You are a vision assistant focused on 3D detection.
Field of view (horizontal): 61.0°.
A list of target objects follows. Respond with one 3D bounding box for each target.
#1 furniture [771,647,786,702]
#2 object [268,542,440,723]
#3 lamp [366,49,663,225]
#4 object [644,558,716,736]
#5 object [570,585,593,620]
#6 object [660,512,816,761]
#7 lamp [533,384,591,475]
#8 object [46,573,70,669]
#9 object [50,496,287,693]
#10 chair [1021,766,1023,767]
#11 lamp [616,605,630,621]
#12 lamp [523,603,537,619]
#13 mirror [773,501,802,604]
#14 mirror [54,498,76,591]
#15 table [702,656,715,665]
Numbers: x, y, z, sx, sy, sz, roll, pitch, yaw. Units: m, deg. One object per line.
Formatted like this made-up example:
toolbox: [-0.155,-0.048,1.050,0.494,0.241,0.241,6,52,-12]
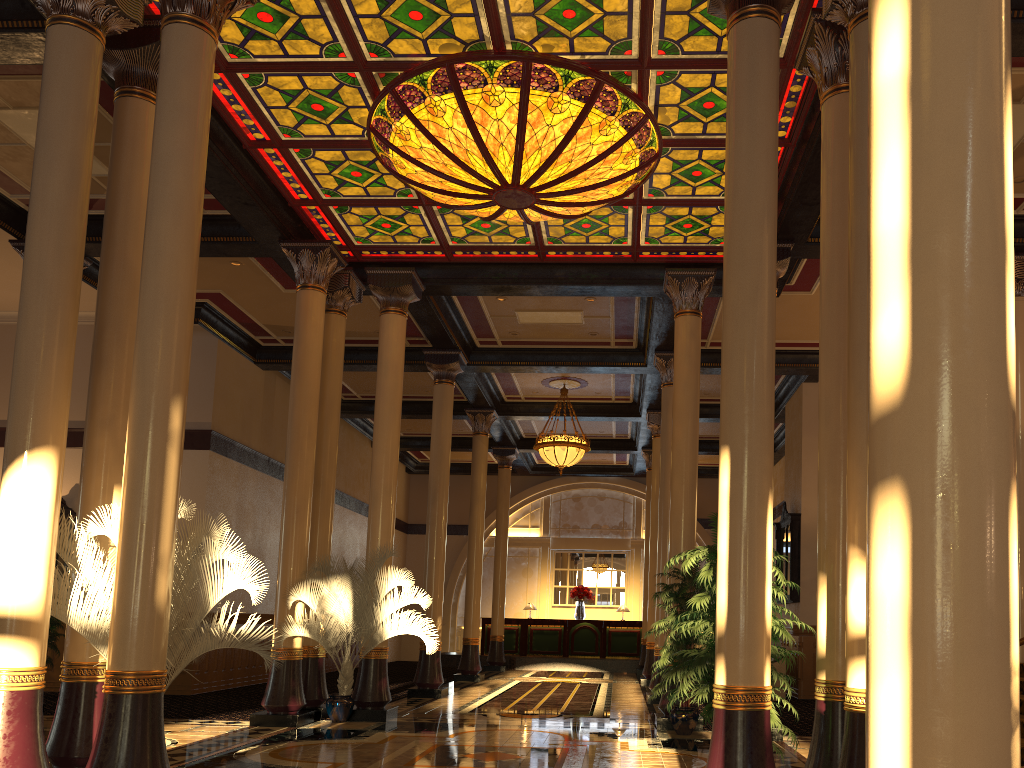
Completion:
furniture: [4.554,5.317,16.058,0.801,0.925,2.240,0,-14,7]
object: [-1.792,3.082,10.845,1.804,2.233,2.143,0,-10,8]
lamp: [0.034,-2.172,8.880,2.982,0.591,3.092,1,-15,3]
object: [2.087,3.098,10.360,1.046,2.114,1.090,3,-8,-6]
object: [4.915,0.827,10.963,0.682,4.201,30.125,3,-15,-11]
object: [1.615,1.961,6.257,1.130,2.114,1.008,7,-9,-36]
lamp: [1.039,0.942,17.818,1.191,1.874,1.214,2,-9,-1]
object: [-7.350,3.732,13.435,1.130,2.114,1.008,7,-9,-36]
object: [-2.655,1.934,6.688,2.075,2.219,1.835,3,-10,-7]
chair: [2.138,1.843,3.834,0.726,1.080,0.773,-1,-9,20]
lamp: [3.148,6.488,24.657,0.444,0.436,0.411,10,-13,-39]
lamp: [0.520,6.463,24.779,0.444,0.436,0.411,10,-13,-39]
mirror: [5.336,3.282,16.962,0.254,1.951,1.832,1,-10,7]
mirror: [-7.430,2.632,14.221,1.377,1.528,0.204,1,-6,3]
table: [3.308,5.216,15.551,1.098,0.758,1.689,0,-14,6]
